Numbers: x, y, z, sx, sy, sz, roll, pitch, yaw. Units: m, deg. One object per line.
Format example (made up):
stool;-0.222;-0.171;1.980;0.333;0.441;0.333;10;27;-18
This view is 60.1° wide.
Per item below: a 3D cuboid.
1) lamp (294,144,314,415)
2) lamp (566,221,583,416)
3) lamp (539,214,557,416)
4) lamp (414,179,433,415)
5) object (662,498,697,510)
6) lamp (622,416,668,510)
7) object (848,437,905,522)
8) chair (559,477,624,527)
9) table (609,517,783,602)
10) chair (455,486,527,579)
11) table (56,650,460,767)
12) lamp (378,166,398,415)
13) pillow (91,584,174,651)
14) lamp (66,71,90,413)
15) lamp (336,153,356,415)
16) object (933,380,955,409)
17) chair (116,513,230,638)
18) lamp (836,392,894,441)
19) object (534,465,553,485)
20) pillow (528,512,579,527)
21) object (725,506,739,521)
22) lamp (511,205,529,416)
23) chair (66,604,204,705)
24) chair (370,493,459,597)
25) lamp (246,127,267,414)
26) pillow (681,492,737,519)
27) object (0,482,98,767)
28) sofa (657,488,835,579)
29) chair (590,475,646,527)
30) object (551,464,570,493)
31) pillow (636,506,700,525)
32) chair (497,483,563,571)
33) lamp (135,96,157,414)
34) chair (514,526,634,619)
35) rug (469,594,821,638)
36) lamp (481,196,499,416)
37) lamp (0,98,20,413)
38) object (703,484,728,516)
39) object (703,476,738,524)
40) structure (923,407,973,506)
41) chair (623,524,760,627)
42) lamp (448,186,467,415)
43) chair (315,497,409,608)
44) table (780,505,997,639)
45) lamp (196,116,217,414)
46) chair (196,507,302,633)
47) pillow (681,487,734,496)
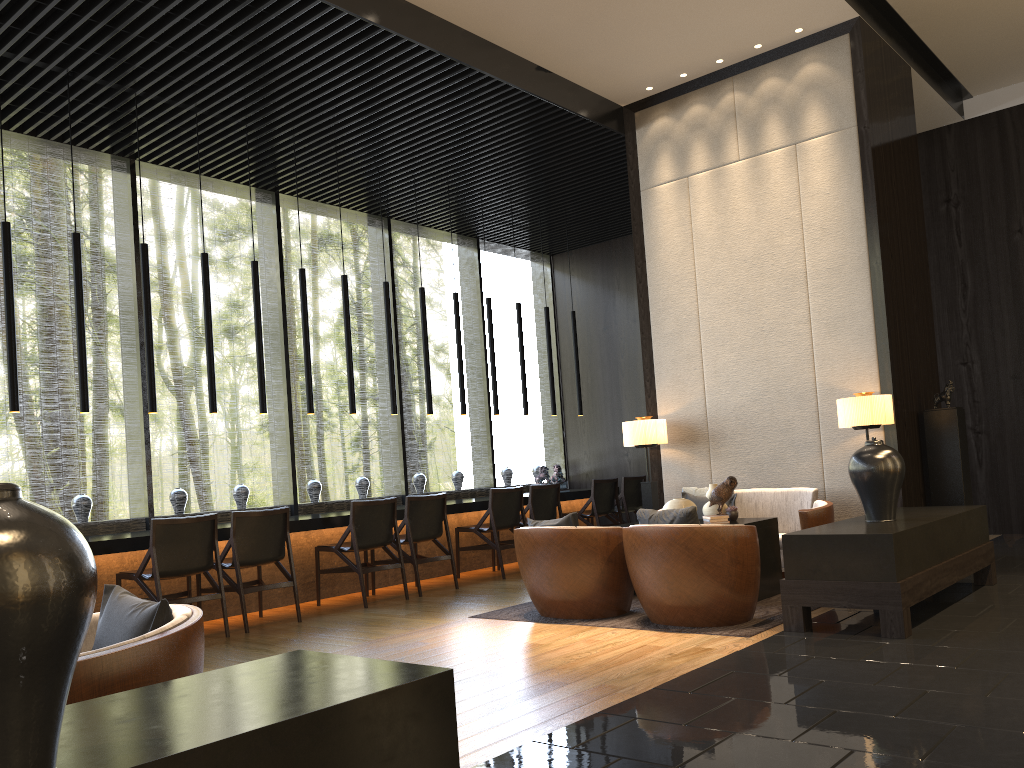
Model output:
lamp;-1.815;-0.942;7.664;0.060;2.414;0.060;-6;-3;35
lamp;0.737;-0.821;10.668;0.060;2.414;0.060;-6;-3;35
lamp;0.402;-0.837;10.274;0.060;2.414;0.060;-6;-3;35
lamp;-0.889;-0.898;8.754;0.060;2.414;0.060;-6;-3;35
object;1.198;0.902;6.324;0.245;0.167;0.246;-4;-5;-2
lamp;1.181;0.958;7.592;0.374;1.347;0.376;-3;-3;-20
object;2.143;0.556;5.195;0.312;0.491;0.311;-6;-4;29
chair;0.880;1.444;9.587;0.565;0.825;0.525;-7;-4;40
table;1.266;1.227;6.204;1.046;0.516;0.575;-8;-6;40
chair;-0.165;1.394;8.357;0.565;0.825;0.525;-7;-4;40
table;-0.963;0.903;1.441;0.622;0.511;1.960;-8;-7;40
lamp;-1.193;-0.913;8.396;0.060;2.414;0.060;-6;-3;35
pillow;-1.180;0.801;2.759;0.205;0.337;0.443;-1;-5;-43
lamp;-3.055;-1.001;6.205;0.060;2.414;0.060;-2;-3;-45
lamp;-1.516;-0.928;8.017;0.060;2.414;0.060;-6;-3;35
object;3.354;0.084;6.876;0.162;0.217;0.102;-6;-4;28
chair;-2.255;1.295;5.896;0.565;0.825;0.525;-7;-4;40
lamp;2.595;0.737;6.389;0.375;1.347;0.376;-4;-3;-2
object;0.340;1.040;9.626;0.207;0.309;0.162;-5;-3;20
pillow;0.268;0.990;5.660;0.205;0.337;0.443;-1;-5;-43
object;1.505;0.880;6.059;0.091;0.111;0.091;-4;-4;2
lamp;0.073;-0.852;9.887;0.060;2.414;0.060;-6;-3;35
chair;-1.245;1.009;2.661;0.806;0.602;0.606;-8;-6;40
chair;-0.838;1.362;7.565;0.565;0.825;0.525;-7;-4;40
lamp;-2.121;-0.957;7.304;0.060;2.414;0.060;-6;-3;35
pillow;1.545;1.013;6.911;0.473;0.360;0.219;-7;-5;37
object;-0.827;0.386;1.405;0.311;0.491;0.313;-2;-4;-31
sofa;1.771;1.166;6.796;1.454;0.691;0.602;-8;-6;40
chair;1.252;1.462;10.025;0.565;0.825;0.525;-7;-4;40
object;0.506;1.046;9.814;0.163;0.312;0.210;-3;-4;-25
pillow;0.921;0.885;5.107;0.400;0.361;0.222;-8;-5;41
chair;0.207;1.412;8.795;0.565;0.825;0.525;-7;-4;40
lamp;-2.735;-0.986;6.581;0.060;2.414;0.060;-6;-3;35
chair;0.364;1.205;5.741;0.806;0.602;0.606;-8;-6;40
rug;1.202;1.488;6.175;2.048;0.008;2.241;-9;-7;40
lamp;-0.250;-0.868;9.507;0.060;2.414;0.060;-6;-3;35
lamp;-3.349;-1.015;5.859;0.060;2.414;0.060;-6;-3;35
object;1.407;0.822;6.145;0.174;0.256;0.175;-2;-4;-30
object;1.408;0.778;5.960;0.229;0.308;0.174;-4;-3;-4
structure;3.402;0.795;6.865;0.241;1.215;0.240;-6;-3;40
chair;1.013;1.104;5.188;0.806;0.602;0.606;-8;-6;40
lamp;-0.579;-0.883;9.120;0.060;2.414;0.060;-6;-3;35
chair;-1.210;1.345;7.126;0.565;0.825;0.525;-7;-4;40
table;2.303;1.059;5.285;0.622;0.511;1.960;-8;-7;40
lamp;-2.415;-0.971;6.958;0.060;2.414;0.060;-2;-3;-45
chair;-1.883;1.313;6.334;0.565;0.825;0.525;-7;-4;40
pillow;1.568;1.009;7.095;0.433;0.398;0.201;-5;-3;19
